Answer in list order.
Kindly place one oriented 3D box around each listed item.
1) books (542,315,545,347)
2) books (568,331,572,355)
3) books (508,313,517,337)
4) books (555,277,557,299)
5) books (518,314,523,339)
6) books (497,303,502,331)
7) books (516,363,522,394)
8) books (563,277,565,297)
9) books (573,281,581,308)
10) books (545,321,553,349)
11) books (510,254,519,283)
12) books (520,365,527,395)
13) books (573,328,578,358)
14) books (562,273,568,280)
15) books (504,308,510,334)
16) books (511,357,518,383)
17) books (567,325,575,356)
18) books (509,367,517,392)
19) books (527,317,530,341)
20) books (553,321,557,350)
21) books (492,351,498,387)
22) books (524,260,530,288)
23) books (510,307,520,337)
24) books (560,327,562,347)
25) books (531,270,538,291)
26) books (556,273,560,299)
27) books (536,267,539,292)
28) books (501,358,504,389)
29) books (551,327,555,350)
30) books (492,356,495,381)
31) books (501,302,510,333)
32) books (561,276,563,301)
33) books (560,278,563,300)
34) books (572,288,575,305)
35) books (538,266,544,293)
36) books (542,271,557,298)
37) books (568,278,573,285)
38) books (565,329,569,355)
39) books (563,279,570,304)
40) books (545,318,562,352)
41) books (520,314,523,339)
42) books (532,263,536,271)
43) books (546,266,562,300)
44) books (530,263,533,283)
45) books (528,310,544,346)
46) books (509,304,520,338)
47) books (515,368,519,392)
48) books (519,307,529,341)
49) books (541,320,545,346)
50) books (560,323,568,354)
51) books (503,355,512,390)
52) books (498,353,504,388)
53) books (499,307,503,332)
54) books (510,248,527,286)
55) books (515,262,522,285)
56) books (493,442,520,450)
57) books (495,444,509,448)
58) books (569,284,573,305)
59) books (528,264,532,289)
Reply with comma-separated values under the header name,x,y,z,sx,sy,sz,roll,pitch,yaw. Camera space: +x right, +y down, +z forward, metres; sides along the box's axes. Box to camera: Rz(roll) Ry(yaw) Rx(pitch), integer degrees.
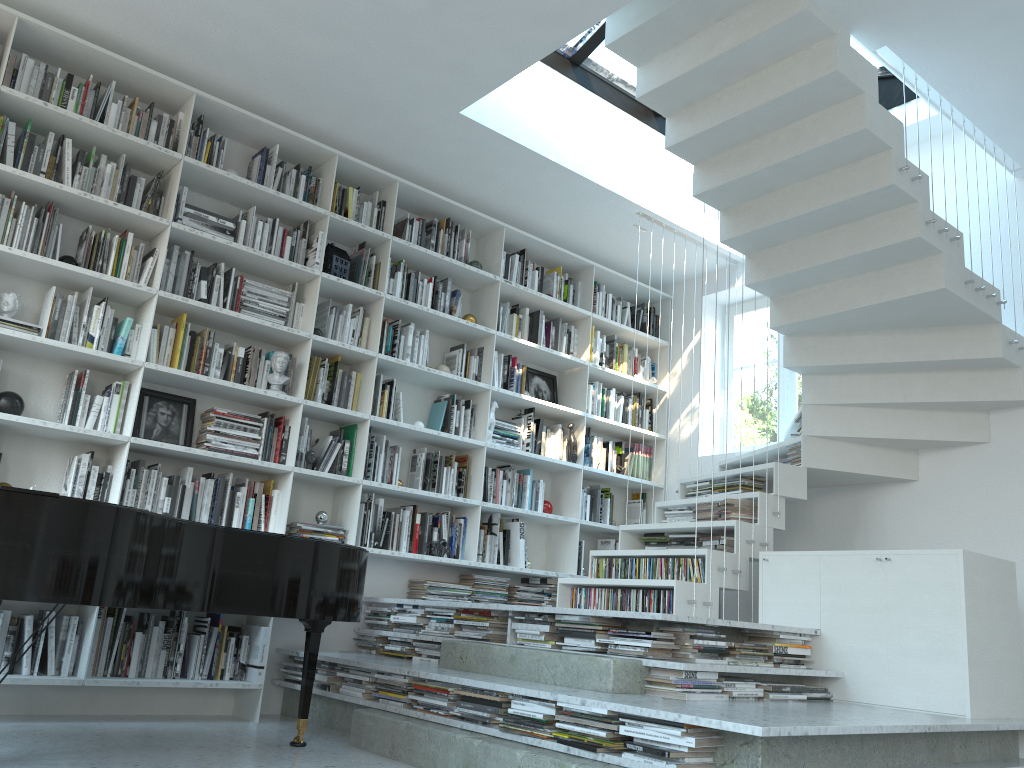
name,x,y,z,sx,sy,sz,roll,pitch,yaw
books,0.173,-0.328,6.217,0.048,0.282,0.162,16,-18,-37
books,0.358,-0.250,6.356,0.022,0.233,0.158,16,-18,-37
books,-0.040,-0.360,6.017,0.025,0.207,0.175,16,-18,-37
books,0.254,-0.641,6.323,0.008,0.220,0.182,16,-18,-37
books,0.002,-0.352,6.068,0.030,0.223,0.158,16,-18,-37
books,-0.133,-0.405,5.969,0.012,0.253,0.161,16,-18,-37
books,0.000,-0.005,6.000,0.021,0.252,0.167,16,-18,-37
books,0.317,-0.633,6.401,0.017,0.256,0.146,16,-18,-37
books,0.436,-0.606,6.478,0.026,0.262,0.163,16,-18,-37
books,0.210,-0.304,6.212,0.014,0.239,0.189,16,-18,-37
books,-0.026,-0.749,6.116,0.048,0.277,0.150,16,-18,-37
books,0.025,0.003,6.006,0.026,0.243,0.178,16,-18,-37
books,0.404,-0.254,6.386,0.031,0.264,0.169,16,-18,-37
books,0.347,-0.646,6.427,0.020,0.298,0.131,16,-18,-37
books,-0.073,-0.383,6.024,0.026,0.250,0.130,16,-18,-37
books,-0.035,-0.032,5.970,0.014,0.284,0.176,16,-18,-37
books,0.381,-0.269,6.373,0.026,0.283,0.147,16,-18,-37
books,-0.041,0.000,5.944,0.013,0.206,0.190,16,-18,-37
books,0.059,-0.341,6.118,0.025,0.238,0.143,16,-18,-37
books,0.249,-0.299,6.265,0.023,0.263,0.156,16,-18,-37
books,-0.150,-0.065,5.891,0.065,0.288,0.146,16,-18,-37
books,0.058,-0.718,6.174,0.014,0.261,0.168,16,-18,-37
books,-0.021,-0.379,6.042,0.026,0.260,0.167,16,-18,-37
books,0.290,-0.280,6.293,0.011,0.248,0.152,16,-18,-37
books,0.105,-0.676,6.201,0.024,0.201,0.190,16,-19,-37
books,0.267,-0.651,6.343,0.016,0.251,0.189,16,-18,-37
books,0.129,-0.687,6.254,0.012,0.253,0.161,16,-18,-37
books,-0.108,-0.037,5.943,0.043,0.268,0.131,16,-18,-37
books,0.232,-0.284,6.236,0.031,0.217,0.165,16,-18,-37
books,-0.177,-0.055,5.859,0.011,0.247,0.156,16,-18,-37
books,-0.096,-0.408,5.998,0.052,0.281,0.167,16,-18,-37
books,0.308,-0.637,6.374,0.031,0.248,0.164,16,-18,-37
books,0.298,-0.631,6.355,0.007,0.225,0.170,16,-18,-37
books,0.398,-0.585,6.471,0.031,0.210,0.131,16,-18,-37
books,0.153,-0.686,6.257,0.030,0.257,0.165,16,-18,-37
books,0.246,-0.661,6.317,0.019,0.255,0.169,16,-18,-37
books,0.383,-0.624,6.458,0.025,0.278,0.136,16,-18,-37
books,0.335,-0.264,6.325,0.030,0.240,0.162,16,-18,-37
books,0.343,-0.622,6.392,0.018,0.234,0.186,16,-18,-37
books,0.276,-0.311,6.272,0.022,0.293,0.181,16,-18,-37
books,0.014,-0.349,6.096,0.024,0.235,0.146,16,-18,-37
books,0.105,-0.705,6.241,0.012,0.278,0.153,16,-18,-37
books,0.291,-0.677,6.369,0.007,0.320,0.166,16,-18,-37
books,0.081,-0.704,6.204,0.021,0.253,0.151,16,-18,-37
books,0.115,-0.355,6.100,0.032,0.264,0.246,16,-18,-37
books,-0.011,-0.391,6.064,0.011,0.295,0.163,16,-18,-37
books,-0.022,0.008,5.979,0.033,0.212,0.153,16,-18,-37
books,0.048,-0.372,6.102,0.026,0.287,0.156,16,-18,-37
books,0.146,-0.319,6.156,0.030,0.229,0.187,16,-18,-37
books,0.315,-0.288,6.303,0.036,0.271,0.177,16,-18,-37
books,-0.071,-0.044,5.944,0.012,0.286,0.177,16,-18,-37
books,-0.122,-0.053,5.921,0.012,0.284,0.159,16,-18,-37
books,-0.122,-0.394,5.973,0.013,0.236,0.142,16,-18,-37
books,0.029,-0.763,6.153,0.014,0.331,0.180,16,-18,-37
books,0.001,-0.717,6.135,0.031,0.230,0.148,16,-18,-37
books,-0.109,0.409,5.829,0.285,0.012,0.160,14,-18,-32
books,-0.111,0.421,5.828,0.254,0.012,0.161,18,-20,-41
books,0.371,-0.600,6.419,0.029,0.209,0.169,16,-18,-37
books,0.070,-0.702,6.182,0.022,0.235,0.172,16,-18,-37
